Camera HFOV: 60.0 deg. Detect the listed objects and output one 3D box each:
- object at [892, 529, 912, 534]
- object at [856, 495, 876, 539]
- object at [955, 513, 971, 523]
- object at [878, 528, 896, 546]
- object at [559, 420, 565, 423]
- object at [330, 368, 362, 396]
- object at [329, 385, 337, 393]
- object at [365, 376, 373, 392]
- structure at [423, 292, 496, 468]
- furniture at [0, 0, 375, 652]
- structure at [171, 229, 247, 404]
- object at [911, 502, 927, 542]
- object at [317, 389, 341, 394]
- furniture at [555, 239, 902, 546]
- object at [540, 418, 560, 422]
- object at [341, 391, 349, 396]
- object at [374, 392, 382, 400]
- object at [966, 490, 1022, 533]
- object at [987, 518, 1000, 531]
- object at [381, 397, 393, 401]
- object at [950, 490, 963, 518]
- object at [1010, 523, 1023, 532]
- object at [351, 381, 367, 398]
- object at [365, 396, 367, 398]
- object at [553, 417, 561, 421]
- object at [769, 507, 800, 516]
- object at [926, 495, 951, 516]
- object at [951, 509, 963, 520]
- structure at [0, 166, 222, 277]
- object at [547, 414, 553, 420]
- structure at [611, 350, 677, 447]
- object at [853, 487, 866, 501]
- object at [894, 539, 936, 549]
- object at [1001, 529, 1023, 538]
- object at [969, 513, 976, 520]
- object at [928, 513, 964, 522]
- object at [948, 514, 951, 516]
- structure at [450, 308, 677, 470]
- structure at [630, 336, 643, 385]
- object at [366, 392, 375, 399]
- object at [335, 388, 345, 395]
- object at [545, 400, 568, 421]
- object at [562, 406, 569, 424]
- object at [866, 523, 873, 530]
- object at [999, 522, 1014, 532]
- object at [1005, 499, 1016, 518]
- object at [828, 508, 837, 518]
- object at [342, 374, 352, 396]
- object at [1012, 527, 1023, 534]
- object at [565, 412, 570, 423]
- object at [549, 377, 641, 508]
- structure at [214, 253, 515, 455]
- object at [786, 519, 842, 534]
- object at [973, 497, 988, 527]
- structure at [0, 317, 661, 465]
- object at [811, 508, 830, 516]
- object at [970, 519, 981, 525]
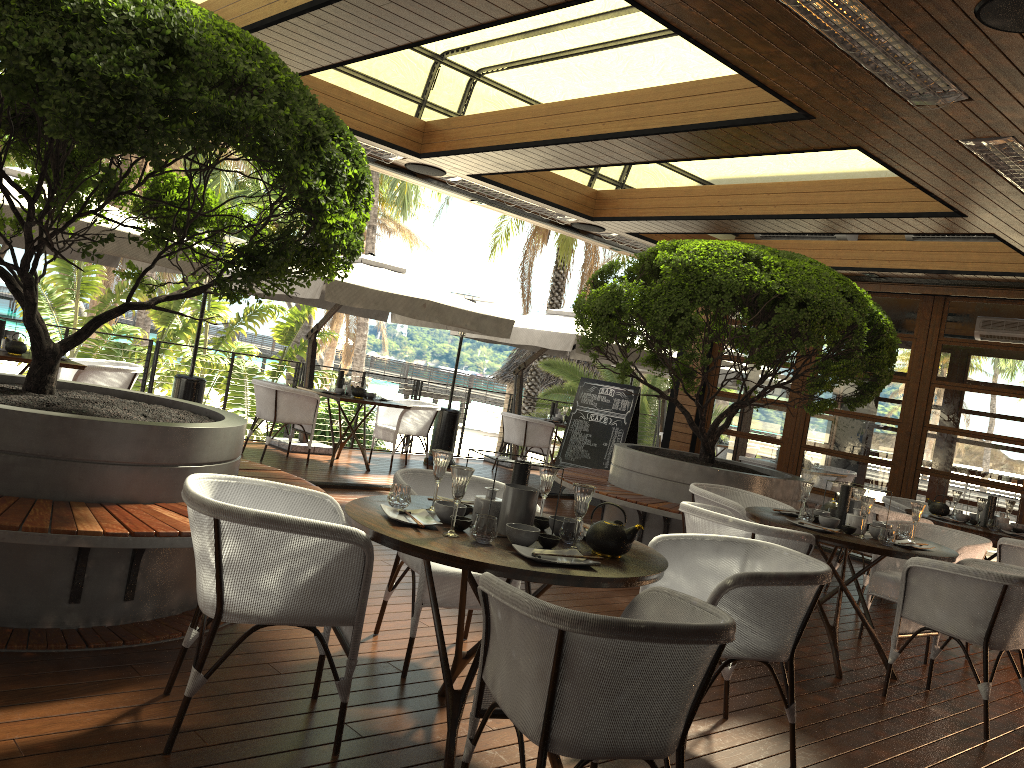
[{"bbox_3d":[2.270,0.885,5.394,0.170,0.025,0.295,9,1,-39],"label":"object"},{"bbox_3d":[1.919,0.726,4.826,0.082,0.227,0.082,10,0,-38],"label":"object"},{"bbox_3d":[3.594,1.072,7.071,0.116,0.065,0.116,10,1,18],"label":"object"},{"bbox_3d":[1.996,0.816,4.719,0.086,0.086,0.086,10,0,16],"label":"object"},{"bbox_3d":[0.663,0.502,11.771,0.080,0.042,0.080,10,1,39],"label":"object"},{"bbox_3d":[-1.845,-0.021,9.831,0.263,0.264,0.263,10,0,2],"label":"object"},{"bbox_3d":[-1.938,0.056,9.624,0.086,0.086,0.087,10,0,-38],"label":"object"},{"bbox_3d":[-1.622,0.032,9.946,0.082,0.227,0.082,10,0,-42],"label":"object"},{"bbox_3d":[-0.722,-0.064,11.098,0.700,2.192,0.698,10,0,35],"label":"structure"},{"bbox_3d":[-2.050,-0.438,4.106,2.620,2.723,2.690,10,0,38],"label":"furniture"},{"bbox_3d":[-3.137,-0.453,8.846,0.700,2.192,0.698,10,0,35],"label":"structure"},{"bbox_3d":[2.282,0.787,5.016,0.082,0.227,0.082,10,0,-33],"label":"object"},{"bbox_3d":[-1.937,0.090,9.416,0.170,0.025,0.295,9,1,-43],"label":"object"},{"bbox_3d":[1.755,0.178,7.560,2.571,2.723,2.717,10,0,12],"label":"furniture"},{"bbox_3d":[0.513,0.485,11.702,0.170,0.025,0.295,9,1,-43],"label":"object"},{"bbox_3d":[-1.788,0.107,9.486,0.080,0.042,0.080,10,1,9],"label":"object"},{"bbox_3d":[-1.470,0.136,9.724,0.086,0.086,0.087,10,0,-38],"label":"object"},{"bbox_3d":[3.840,1.014,7.080,0.263,0.264,0.263,10,0,-8],"label":"object"},{"bbox_3d":[3.705,1.084,6.823,0.087,0.086,0.086,10,0,42],"label":"object"},{"bbox_3d":[-1.479,0.163,9.936,0.170,0.025,0.295,9,1,-43],"label":"object"},{"bbox_3d":[3.661,0.995,7.323,0.082,0.227,0.082,10,0,-19],"label":"object"},{"bbox_3d":[4.020,1.147,7.046,0.116,0.065,0.116,10,1,18],"label":"object"},{"bbox_3d":[-1.653,0.058,9.608,0.167,0.179,0.163,10,0,-41],"label":"object"},{"bbox_3d":[-1.627,0.129,9.867,0.080,0.042,0.080,10,1,9],"label":"object"},{"bbox_3d":[0.599,0.478,11.843,0.116,0.065,0.116,9,1,-39],"label":"object"},{"bbox_3d":[1.693,0.784,5.410,0.294,0.025,0.170,9,1,-34],"label":"object"},{"bbox_3d":[3.524,0.998,7.304,0.163,0.179,0.168,10,0,-5],"label":"object"},{"bbox_3d":[3.608,1.062,7.185,0.086,0.086,0.087,10,0,-43],"label":"object"},{"bbox_3d":[-4.190,-0.682,7.454,2.410,2.333,2.417,10,0,-43],"label":"structure"},{"bbox_3d":[0.513,0.451,11.910,0.086,0.086,0.087,10,0,-38],"label":"object"},{"bbox_3d":[3.156,0.503,14.305,2.410,2.333,2.417,10,0,-43],"label":"structure"},{"bbox_3d":[2.096,0.749,5.399,0.082,0.227,0.082,10,0,40],"label":"object"},{"bbox_3d":[2.184,0.878,4.845,0.294,0.025,0.170,9,1,-34],"label":"object"},{"bbox_3d":[3.878,1.147,6.698,0.294,0.025,0.170,10,1,-8],"label":"object"},{"bbox_3d":[3.839,1.111,7.328,0.116,0.065,0.116,10,1,-32],"label":"object"},{"bbox_3d":[3.434,1.065,6.994,0.170,0.025,0.295,10,1,-3],"label":"object"},{"bbox_3d":[3.746,1.113,7.487,0.294,0.025,0.170,10,1,-8],"label":"object"},{"bbox_3d":[0.708,0.108,12.021,2.410,2.333,2.417,10,0,-43],"label":"structure"},{"bbox_3d":[1.743,0.334,13.396,0.700,2.192,0.698,10,0,35],"label":"structure"},{"bbox_3d":[-1.558,0.131,9.795,0.116,0.065,0.116,9,1,-44],"label":"object"},{"bbox_3d":[-1.852,0.083,9.557,0.116,0.065,0.116,9,1,-44],"label":"object"},{"bbox_3d":[0.606,0.375,12.117,0.263,0.264,0.263,10,0,2],"label":"object"},{"bbox_3d":[0.692,0.411,11.692,0.082,0.227,0.082,10,0,-42],"label":"object"},{"bbox_3d":[2.121,0.852,5.315,0.080,0.042,0.080,10,1,12],"label":"object"},{"bbox_3d":[3.819,1.114,6.873,0.116,0.065,0.116,10,1,-32],"label":"object"},{"bbox_3d":[4.080,1.068,7.286,0.082,0.227,0.082,10,0,-2],"label":"object"},{"bbox_3d":[1.946,0.798,5.362,0.086,0.086,0.086,10,0,16],"label":"object"},{"bbox_3d":[-1.759,0.016,9.406,0.082,0.227,0.082,10,0,36],"label":"object"},{"bbox_3d":[3.933,1.145,6.899,0.080,0.042,0.080,10,1,-9],"label":"object"},{"bbox_3d":[0.798,0.454,11.897,0.163,0.179,0.168,10,0,-45],"label":"object"},{"bbox_3d":[1.027,0.662,10.307,0.769,1.397,0.770,10,0,32],"label":"object"},{"bbox_3d":[-1.741,-0.287,9.738,2.410,2.333,2.417,10,0,-43],"label":"structure"},{"bbox_3d":[1.674,0.789,4.872,0.170,0.025,0.295,9,1,-39],"label":"object"},{"bbox_3d":[3.632,0.996,6.884,0.082,0.227,0.082,10,0,-2],"label":"object"},{"bbox_3d":[-5.766,-0.201,7.605,26.224,1.153,0.164,9,0,-43],"label":"structure"},{"bbox_3d":[1.842,0.791,5.314,0.116,0.065,0.116,10,1,-30],"label":"object"},{"bbox_3d":[3.641,1.093,6.977,0.080,0.042,0.080,10,1,26],"label":"object"}]
